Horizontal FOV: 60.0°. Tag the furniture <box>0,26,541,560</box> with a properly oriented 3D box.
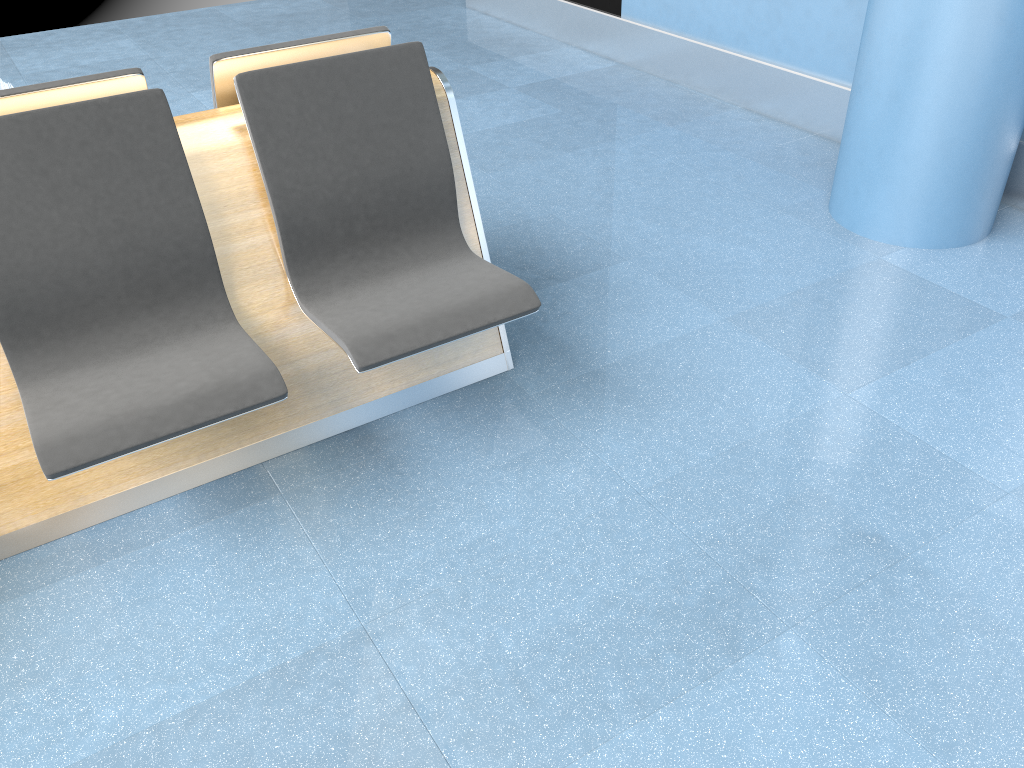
[{"bbox_3d":[-1.165,-0.218,2.144,2.281,0.896,1.301,-21,40,-25],"label":"furniture"}]
